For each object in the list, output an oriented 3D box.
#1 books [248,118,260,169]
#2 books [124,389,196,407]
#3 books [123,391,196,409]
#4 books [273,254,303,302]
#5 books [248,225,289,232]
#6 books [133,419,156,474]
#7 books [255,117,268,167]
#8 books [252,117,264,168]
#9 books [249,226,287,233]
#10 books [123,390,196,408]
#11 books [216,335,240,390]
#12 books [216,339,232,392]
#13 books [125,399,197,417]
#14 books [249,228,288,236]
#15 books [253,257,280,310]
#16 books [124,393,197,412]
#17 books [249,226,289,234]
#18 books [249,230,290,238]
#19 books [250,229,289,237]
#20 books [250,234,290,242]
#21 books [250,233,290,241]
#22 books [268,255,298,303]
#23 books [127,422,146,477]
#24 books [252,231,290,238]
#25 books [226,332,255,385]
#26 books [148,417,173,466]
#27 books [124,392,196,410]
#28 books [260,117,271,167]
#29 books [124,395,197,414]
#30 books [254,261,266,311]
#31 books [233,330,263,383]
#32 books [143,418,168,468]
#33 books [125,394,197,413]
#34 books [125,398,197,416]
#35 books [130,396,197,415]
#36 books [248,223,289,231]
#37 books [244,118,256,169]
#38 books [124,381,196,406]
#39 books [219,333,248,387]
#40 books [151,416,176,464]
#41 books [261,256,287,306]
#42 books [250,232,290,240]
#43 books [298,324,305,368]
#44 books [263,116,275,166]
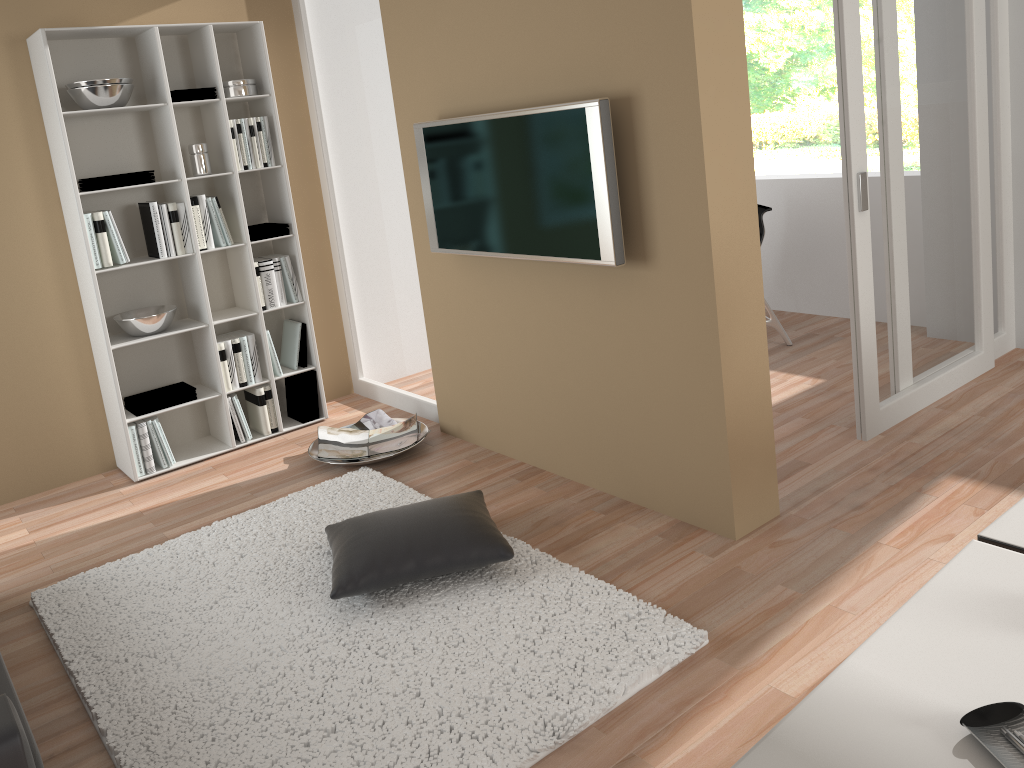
[{"bbox_3d":[-1.385,-1.256,4.608,0.021,0.253,0.209,-15,15,-35],"label":"books"},{"bbox_3d":[-1.774,0.052,4.438,0.302,0.007,0.212,-19,21,-35],"label":"books"},{"bbox_3d":[-1.777,0.062,4.442,0.302,0.007,0.212,-19,21,-35],"label":"books"},{"bbox_3d":[-1.230,-0.580,4.801,0.061,0.254,0.209,-15,15,-35],"label":"books"},{"bbox_3d":[-1.358,-0.838,4.722,0.214,0.007,0.300,-19,20,-35],"label":"books"},{"bbox_3d":[-1.842,0.296,4.374,0.041,0.253,0.209,-15,15,-35],"label":"books"},{"bbox_3d":[-1.355,-1.268,4.636,0.021,0.253,0.209,-15,15,-35],"label":"books"},{"bbox_3d":[-1.373,-1.263,4.626,0.021,0.253,0.209,-15,15,-35],"label":"books"},{"bbox_3d":[-1.356,-0.834,4.728,0.214,0.007,0.300,-19,20,-35],"label":"books"},{"bbox_3d":[-1.778,0.057,4.441,0.302,0.007,0.212,-19,21,-35],"label":"books"},{"bbox_3d":[-1.504,-0.115,4.617,0.041,0.253,0.209,-15,15,-35],"label":"books"},{"bbox_3d":[-1.532,-0.102,4.587,0.041,0.253,0.209,-15,15,-35],"label":"books"},{"bbox_3d":[-1.771,0.100,4.444,0.302,0.007,0.212,-19,21,-35],"label":"books"},{"bbox_3d":[-1.359,-0.823,4.727,0.213,0.006,0.300,-18,20,-33],"label":"books"},{"bbox_3d":[-1.332,-0.540,4.711,0.077,0.253,0.209,-15,15,-35],"label":"books"},{"bbox_3d":[-1.773,0.073,4.442,0.302,0.006,0.212,-19,21,-35],"label":"books"},{"bbox_3d":[-1.355,-0.829,4.728,0.214,0.007,0.300,-19,20,-35],"label":"books"},{"bbox_3d":[-1.355,-0.812,4.729,0.214,0.006,0.300,-19,20,-35],"label":"books"},{"bbox_3d":[-1.356,-0.817,4.728,0.214,0.006,0.300,-19,20,-35],"label":"books"},{"bbox_3d":[-1.355,-0.791,4.734,0.214,0.007,0.300,-19,20,-35],"label":"books"},{"bbox_3d":[-1.354,-0.797,4.733,0.214,0.006,0.300,-19,20,-35],"label":"books"},{"bbox_3d":[-1.250,-0.573,4.786,0.061,0.254,0.210,-15,15,-35],"label":"books"},{"bbox_3d":[-1.882,0.308,4.351,0.041,0.253,0.209,-15,15,-35],"label":"books"},{"bbox_3d":[-1.357,-0.808,4.732,0.214,0.006,0.300,-20,21,-36],"label":"books"},{"bbox_3d":[-1.439,-0.137,4.665,0.041,0.253,0.209,-15,15,-35],"label":"books"},{"bbox_3d":[-1.781,0.275,4.418,0.059,0.252,0.209,-15,15,-35],"label":"books"},{"bbox_3d":[-1.774,0.068,4.439,0.302,0.006,0.212,-19,20,-34],"label":"books"},{"bbox_3d":[-1.339,-1.274,4.649,0.021,0.253,0.209,-15,15,-35],"label":"books"},{"bbox_3d":[-1.775,0.084,4.442,0.302,0.006,0.212,-20,21,-37],"label":"books"},{"bbox_3d":[-1.383,-0.524,4.678,0.041,0.253,0.209,-15,15,-35],"label":"books"},{"bbox_3d":[-1.405,-0.149,4.690,0.041,0.253,0.209,-15,15,-35],"label":"books"},{"bbox_3d":[-1.804,0.280,4.405,0.061,0.254,0.209,-15,15,-35],"label":"books"},{"bbox_3d":[-1.773,0.078,4.443,0.302,0.006,0.212,-19,21,-35],"label":"books"},{"bbox_3d":[-1.772,0.095,4.445,0.302,0.006,0.212,-19,21,-35],"label":"books"},{"bbox_3d":[-1.772,0.089,4.444,0.302,0.006,0.212,-19,21,-35],"label":"books"},{"bbox_3d":[-1.357,-0.843,4.721,0.214,0.006,0.300,-19,20,-35],"label":"books"},{"bbox_3d":[-1.405,-1.250,4.599,0.021,0.253,0.209,-15,15,-35],"label":"books"},{"bbox_3d":[-1.774,0.046,4.439,0.302,0.006,0.212,-19,21,-35],"label":"books"},{"bbox_3d":[-1.470,-0.126,4.640,0.041,0.253,0.209,-15,15,-35],"label":"books"},{"bbox_3d":[-1.777,0.266,4.440,0.059,0.252,0.209,-15,15,-35],"label":"books"},{"bbox_3d":[-1.293,-0.559,4.758,0.041,0.253,0.209,-15,15,-35],"label":"books"},{"bbox_3d":[-1.355,-0.802,4.732,0.214,0.006,0.300,-19,20,-35],"label":"books"},{"bbox_3d":[-1.199,-0.223,4.881,0.043,0.233,0.213,-15,15,-35],"label":"books"},{"bbox_3d":[-1.322,-1.280,4.662,0.021,0.253,0.209,-15,15,-35],"label":"books"}]
